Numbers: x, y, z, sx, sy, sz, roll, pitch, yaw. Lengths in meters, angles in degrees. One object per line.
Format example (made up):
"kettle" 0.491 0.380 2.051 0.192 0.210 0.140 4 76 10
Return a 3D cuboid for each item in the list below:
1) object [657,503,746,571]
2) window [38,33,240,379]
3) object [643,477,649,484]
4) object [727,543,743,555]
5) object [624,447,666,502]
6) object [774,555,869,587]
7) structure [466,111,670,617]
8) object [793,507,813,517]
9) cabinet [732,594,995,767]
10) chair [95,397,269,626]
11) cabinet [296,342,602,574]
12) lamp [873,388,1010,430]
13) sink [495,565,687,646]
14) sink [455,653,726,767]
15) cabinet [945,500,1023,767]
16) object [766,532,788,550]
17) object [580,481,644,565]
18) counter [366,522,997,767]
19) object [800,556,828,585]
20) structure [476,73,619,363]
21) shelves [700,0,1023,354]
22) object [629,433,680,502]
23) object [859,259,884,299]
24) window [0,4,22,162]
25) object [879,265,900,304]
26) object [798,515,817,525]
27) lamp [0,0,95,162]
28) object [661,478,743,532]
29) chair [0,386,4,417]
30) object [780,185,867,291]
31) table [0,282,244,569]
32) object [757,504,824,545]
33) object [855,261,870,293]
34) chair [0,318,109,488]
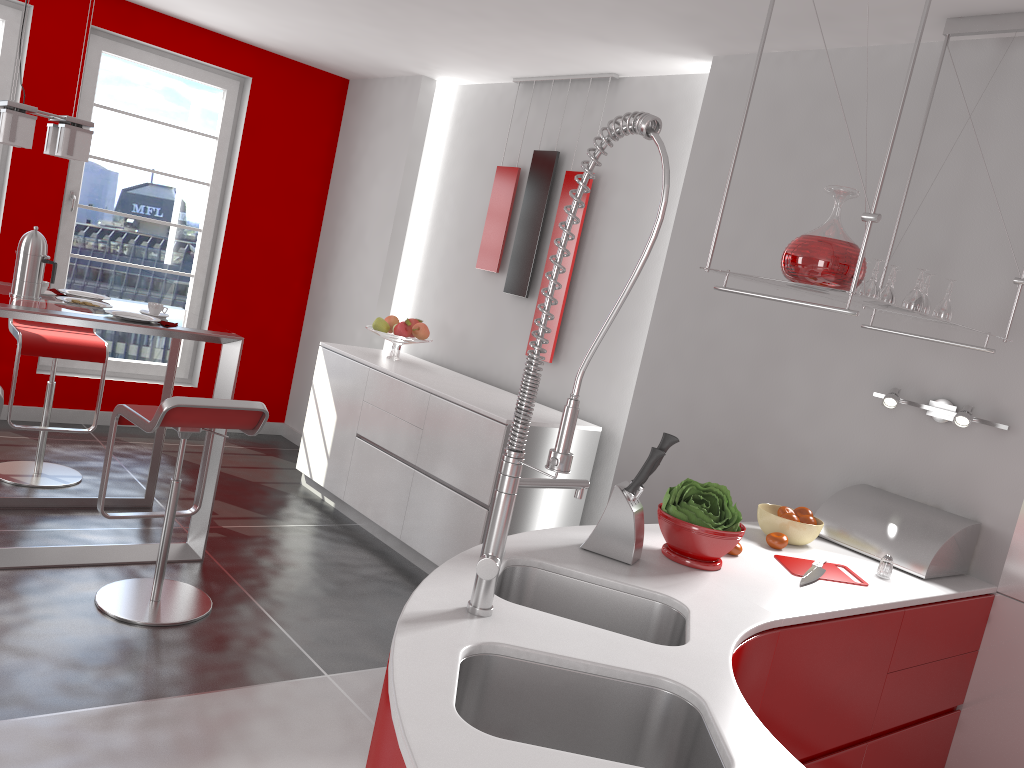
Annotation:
"object" 0.478 0.400 2.302 0.228 0.118 0.229 15 7 20
"window" -2.383 -1.066 5.719 0.938 2.038 0.117 7 9 -40
"object" 0.302 0.276 2.200 0.091 0.197 0.009 15 7 20
"object" 0.607 0.446 2.454 0.063 0.048 0.064 16 8 27
"object" 0.281 0.279 2.150 0.130 0.279 0.012 15 7 20
"object" 0.863 0.521 2.481 0.266 0.006 0.168 11 7 -14
"structure" 0.100 -0.010 1.578 0.178 0.920 0.308 13 7 3
"object" 0.919 0.419 2.806 0.066 0.058 0.055 17 8 34
"cabinet" 0.838 1.005 1.938 1.025 0.761 1.875 13 7 4
"chair" -1.257 0.422 3.318 0.418 0.857 0.460 6 10 -45
"cabinet" -0.444 0.406 4.835 0.610 0.880 1.802 7 9 -40
"lamp" 1.374 0.082 2.896 0.155 0.081 0.454 7 9 -40
"sink" 0.143 0.549 1.866 0.428 0.172 0.326 14 7 10
"sink" 0.096 0.596 1.384 0.428 0.172 0.326 12 7 -2
"cabinet" 2.518 0.803 2.050 0.614 2.026 2.398 7 9 -40
"object" 0.787 0.466 2.635 0.065 0.047 0.063 7 9 -41
"object" 0.262 0.332 2.190 0.137 0.178 0.091 15 7 22
"counter" 0.602 1.002 1.799 1.868 0.880 2.865 12 7 -7
"object" 0.834 0.514 2.432 0.041 0.008 0.375 16 7 26
"structure" 0.115 -0.930 4.869 0.040 1.503 0.820 7 9 -40
"shelves" 1.097 -0.669 2.456 0.934 1.023 0.462 7 9 -40
"object" 0.303 0.265 2.170 0.150 0.322 0.014 15 7 20
"object" 1.052 -0.293 2.589 0.060 0.141 0.060 7 9 -40
"window" -3.366 -1.181 4.876 0.938 2.038 0.117 7 9 -40
"object" 1.126 -0.284 2.655 0.060 0.141 0.060 7 9 -40
"object" 0.910 0.429 2.745 0.066 0.049 0.062 6 9 -44
"lamp" -1.753 -1.411 3.423 0.304 1.025 0.304 7 9 -40
"object" 0.482 0.348 2.289 0.198 0.182 0.193 8 8 -35
"chair" -1.893 0.347 2.780 0.418 0.857 0.460 8 8 -36
"object" 0.821 -0.372 2.292 0.213 0.266 0.213 11 7 -13
"table" -2.134 0.124 3.575 1.700 1.000 0.800 7 9 -40
"object" 0.859 0.447 2.766 0.201 0.086 0.201 7 9 -39
"object" 1.057 -0.305 2.700 0.060 0.141 0.060 16 7 26
"chair" -2.339 0.044 4.481 0.418 0.857 0.460 7 9 -38
